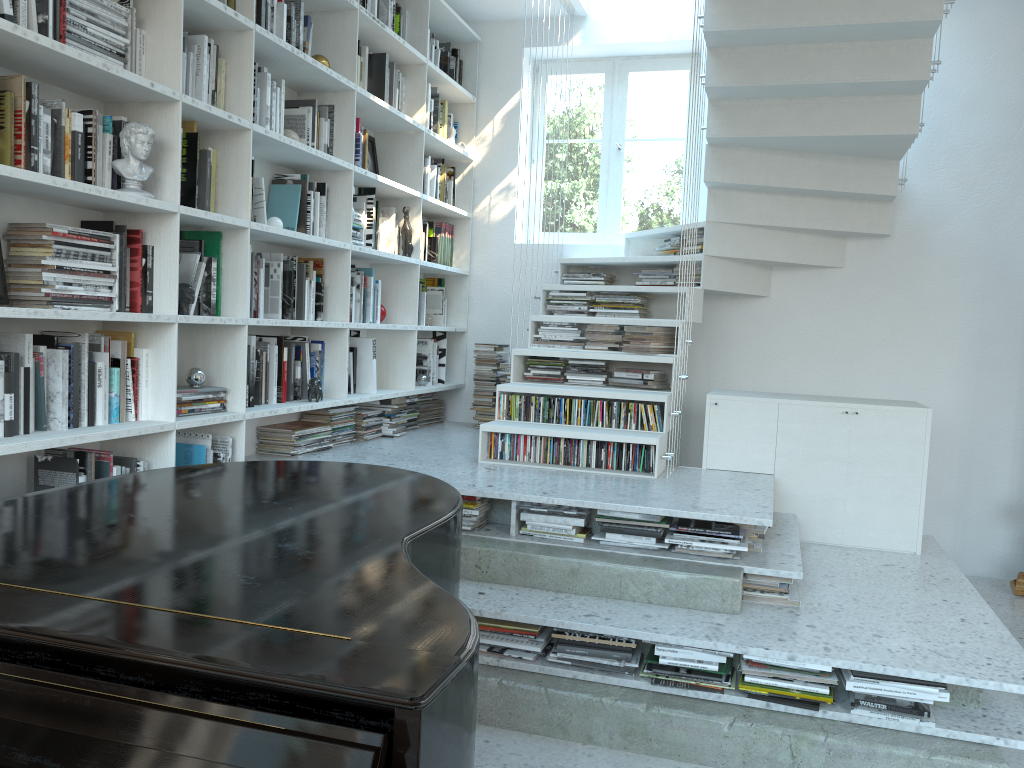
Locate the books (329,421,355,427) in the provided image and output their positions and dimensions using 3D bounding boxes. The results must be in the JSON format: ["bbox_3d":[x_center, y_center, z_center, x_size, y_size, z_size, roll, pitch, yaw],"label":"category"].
[{"bbox_3d":[-0.941,0.200,4.535,0.159,0.007,0.285,4,4,16],"label":"books"}]

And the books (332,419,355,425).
[{"bbox_3d":[-0.936,0.189,4.530,0.159,0.005,0.285,4,4,14],"label":"books"}]

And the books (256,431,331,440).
[{"bbox_3d":[-1.033,0.237,4.217,0.193,0.007,0.345,4,4,18],"label":"books"}]

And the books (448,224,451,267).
[{"bbox_3d":[-0.480,-0.891,5.761,0.169,0.294,0.018,4,4,16],"label":"books"}]

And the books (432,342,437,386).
[{"bbox_3d":[-0.549,-0.128,5.502,0.168,0.266,0.031,4,4,16],"label":"books"}]

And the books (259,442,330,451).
[{"bbox_3d":[-1.031,0.290,4.216,0.195,0.008,0.308,4,4,20],"label":"books"}]

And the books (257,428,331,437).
[{"bbox_3d":[-1.032,0.222,4.216,0.193,0.007,0.345,4,4,18],"label":"books"}]

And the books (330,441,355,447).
[{"bbox_3d":[-0.939,0.304,4.539,0.161,0.007,0.254,4,4,19],"label":"books"}]

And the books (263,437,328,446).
[{"bbox_3d":[-1.027,0.267,4.215,0.195,0.008,0.308,3,4,11],"label":"books"}]

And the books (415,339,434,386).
[{"bbox_3d":[-0.563,-0.135,5.453,0.159,0.285,0.012,4,4,16],"label":"books"}]

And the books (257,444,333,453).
[{"bbox_3d":[-1.028,0.297,4.215,0.193,0.007,0.345,4,4,21],"label":"books"}]

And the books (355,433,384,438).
[{"bbox_3d":[-0.831,0.271,4.894,0.207,0.008,0.327,4,4,19],"label":"books"}]

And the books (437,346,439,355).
[{"bbox_3d":[-0.535,-0.122,5.601,0.140,0.243,0.024,4,4,16],"label":"books"}]

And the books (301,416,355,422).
[{"bbox_3d":[-0.938,0.173,4.530,0.159,0.005,0.285,4,4,15],"label":"books"}]

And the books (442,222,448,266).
[{"bbox_3d":[-0.498,-0.886,5.672,0.169,0.294,0.018,4,4,16],"label":"books"}]

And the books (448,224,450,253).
[{"bbox_3d":[-0.490,-0.891,5.745,0.169,0.294,0.018,4,4,16],"label":"books"}]

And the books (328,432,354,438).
[{"bbox_3d":[-0.934,0.256,4.537,0.161,0.007,0.254,3,4,12],"label":"books"}]

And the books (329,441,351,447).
[{"bbox_3d":[-0.946,0.297,4.541,0.159,0.007,0.285,4,4,16],"label":"books"}]

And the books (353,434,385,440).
[{"bbox_3d":[-0.829,0.279,4.894,0.207,0.008,0.327,3,4,12],"label":"books"}]

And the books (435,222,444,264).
[{"bbox_3d":[-0.529,-0.882,5.617,0.169,0.292,0.072,4,4,16],"label":"books"}]

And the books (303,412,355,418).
[{"bbox_3d":[-0.931,0.152,4.530,0.159,0.005,0.285,3,4,13],"label":"books"}]

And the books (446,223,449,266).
[{"bbox_3d":[-0.491,-0.889,5.727,0.169,0.294,0.018,4,4,16],"label":"books"}]

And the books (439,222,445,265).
[{"bbox_3d":[-0.518,-0.886,5.653,0.169,0.294,0.033,4,4,16],"label":"books"}]

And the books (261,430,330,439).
[{"bbox_3d":[-1.024,0.230,4.214,0.193,0.007,0.345,3,4,11],"label":"books"}]

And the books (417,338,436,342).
[{"bbox_3d":[-0.541,-0.142,5.565,0.141,0.288,0.047,4,4,16],"label":"books"}]

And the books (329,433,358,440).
[{"bbox_3d":[-0.932,0.263,4.537,0.159,0.007,0.285,4,4,21],"label":"books"}]

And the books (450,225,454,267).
[{"bbox_3d":[-0.464,-0.892,5.794,0.169,0.294,0.018,4,4,16],"label":"books"}]

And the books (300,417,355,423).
[{"bbox_3d":[-0.938,0.178,4.530,0.159,0.005,0.285,4,4,17],"label":"books"}]

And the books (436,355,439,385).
[{"bbox_3d":[-0.546,-0.091,5.544,0.176,0.188,0.024,4,4,16],"label":"books"}]

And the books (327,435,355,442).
[{"bbox_3d":[-0.935,0.270,4.536,0.159,0.007,0.285,3,4,12],"label":"books"}]

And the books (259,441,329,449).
[{"bbox_3d":[-1.036,0.282,4.216,0.195,0.008,0.308,4,4,18],"label":"books"}]

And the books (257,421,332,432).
[{"bbox_3d":[-1.031,0.200,4.215,0.193,0.007,0.345,4,4,18],"label":"books"}]

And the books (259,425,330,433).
[{"bbox_3d":[-1.031,0.207,4.215,0.193,0.007,0.345,4,4,14],"label":"books"}]

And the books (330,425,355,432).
[{"bbox_3d":[-0.930,0.222,4.533,0.159,0.007,0.285,3,4,11],"label":"books"}]

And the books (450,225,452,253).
[{"bbox_3d":[-0.480,-0.892,5.780,0.169,0.294,0.018,4,4,16],"label":"books"}]

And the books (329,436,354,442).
[{"bbox_3d":[-0.942,0.276,4.538,0.161,0.007,0.254,4,4,17],"label":"books"}]

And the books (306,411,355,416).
[{"bbox_3d":[-0.927,0.146,4.528,0.161,0.006,0.254,3,4,11],"label":"books"}]

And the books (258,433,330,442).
[{"bbox_3d":[-1.030,0.244,4.217,0.193,0.007,0.345,3,4,13],"label":"books"}]

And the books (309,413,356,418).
[{"bbox_3d":[-0.930,0.157,4.529,0.161,0.006,0.254,4,4,20],"label":"books"}]

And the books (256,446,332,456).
[{"bbox_3d":[-1.032,0.312,4.217,0.193,0.007,0.345,4,4,20],"label":"books"}]

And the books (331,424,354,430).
[{"bbox_3d":[-0.939,0.214,4.535,0.161,0.007,0.254,4,4,17],"label":"books"}]

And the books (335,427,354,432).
[{"bbox_3d":[-0.939,0.228,4.536,0.161,0.007,0.254,4,4,17],"label":"books"}]

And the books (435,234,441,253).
[{"bbox_3d":[-0.541,-0.841,5.580,0.167,0.217,0.088,4,4,16],"label":"books"}]

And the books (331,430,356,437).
[{"bbox_3d":[-0.938,0.248,4.538,0.159,0.007,0.285,4,4,18],"label":"books"}]

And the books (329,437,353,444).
[{"bbox_3d":[-0.944,0.283,4.540,0.161,0.007,0.254,4,4,16],"label":"books"}]

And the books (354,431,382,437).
[{"bbox_3d":[-0.836,0.263,4.895,0.205,0.007,0.367,4,4,17],"label":"books"}]

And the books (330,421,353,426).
[{"bbox_3d":[-0.941,0.194,4.532,0.161,0.006,0.254,4,4,16],"label":"books"}]

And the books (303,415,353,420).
[{"bbox_3d":[-0.930,0.162,4.527,0.159,0.005,0.285,3,4,12],"label":"books"}]

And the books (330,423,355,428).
[{"bbox_3d":[-0.939,0.207,4.535,0.159,0.007,0.285,4,4,17],"label":"books"}]

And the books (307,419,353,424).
[{"bbox_3d":[-0.938,0.184,4.530,0.161,0.006,0.254,4,4,15],"label":"books"}]

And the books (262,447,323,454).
[{"bbox_3d":[-1.032,0.305,4.217,0.195,0.008,0.308,3,4,12],"label":"books"}]

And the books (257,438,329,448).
[{"bbox_3d":[-1.035,0.274,4.217,0.193,0.007,0.345,4,4,14],"label":"books"}]

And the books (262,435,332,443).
[{"bbox_3d":[-1.026,0.252,4.216,0.195,0.008,0.308,4,4,21],"label":"books"}]

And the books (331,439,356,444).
[{"bbox_3d":[-0.936,0.290,4.538,0.161,0.007,0.254,4,4,20],"label":"books"}]

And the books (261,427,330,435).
[{"bbox_3d":[-1.032,0.214,4.216,0.195,0.008,0.308,4,4,18],"label":"books"}]

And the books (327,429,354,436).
[{"bbox_3d":[-0.934,0.242,4.536,0.161,0.007,0.254,3,4,12],"label":"books"}]

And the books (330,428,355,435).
[{"bbox_3d":[-0.933,0.235,4.535,0.159,0.007,0.285,3,4,12],"label":"books"}]

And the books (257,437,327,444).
[{"bbox_3d":[-1.040,0.259,4.218,0.195,0.008,0.308,4,4,16],"label":"books"}]

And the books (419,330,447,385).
[{"bbox_3d":[-0.504,-0.167,5.606,0.185,0.336,0.010,4,4,16],"label":"books"}]
